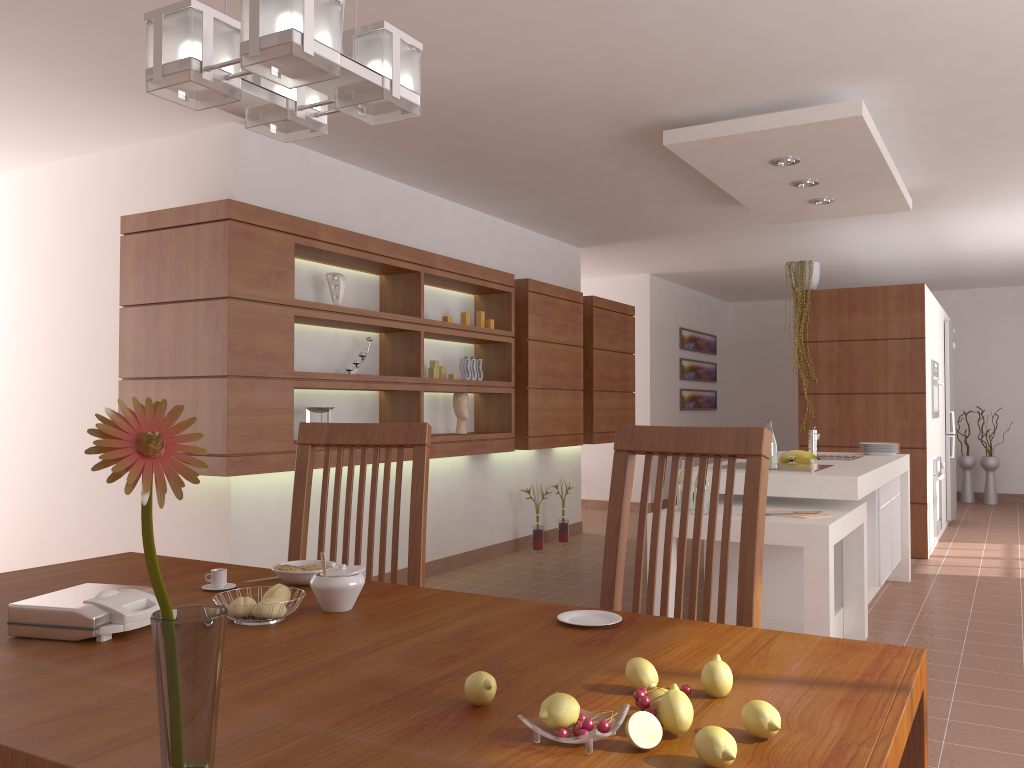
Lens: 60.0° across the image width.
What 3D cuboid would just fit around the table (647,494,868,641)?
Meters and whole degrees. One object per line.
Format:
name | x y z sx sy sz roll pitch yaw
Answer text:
table | 1.141 0.881 4.008 0.737 0.647 1.003 -1 -2 29

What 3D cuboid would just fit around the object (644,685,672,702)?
object | 0.166 0.347 1.002 0.037 0.011 0.034 0 -2 -10

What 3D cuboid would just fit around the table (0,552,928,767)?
table | -0.387 0.765 1.364 1.800 0.740 0.900 -1 -2 29

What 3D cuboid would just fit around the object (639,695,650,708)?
object | 0.147 0.352 0.983 0.012 0.014 0.014 0 -2 10

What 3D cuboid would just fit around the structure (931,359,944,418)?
structure | 3.425 0.044 7.120 0.056 0.454 0.614 -1 -2 29

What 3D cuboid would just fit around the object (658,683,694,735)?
object | 0.180 0.357 0.973 0.039 0.049 0.039 -1 -2 37

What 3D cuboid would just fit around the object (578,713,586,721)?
object | 0.076 0.370 0.979 0.013 0.014 0.014 0 -2 -7

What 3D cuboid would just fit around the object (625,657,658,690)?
object | 0.164 0.368 1.122 0.041 0.041 0.042 0 -2 4

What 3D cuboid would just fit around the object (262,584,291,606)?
object | -0.410 0.372 1.541 0.048 0.044 0.055 0 -2 9

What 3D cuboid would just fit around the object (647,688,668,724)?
object | 0.171 0.367 1.010 0.044 0.039 0.041 0 -2 -7

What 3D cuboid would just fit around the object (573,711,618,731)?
object | 0.092 0.369 0.963 0.049 0.023 0.040 0 -2 -15

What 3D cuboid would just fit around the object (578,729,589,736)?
object | 0.076 0.372 0.939 0.014 0.014 0.013 1 -2 -31

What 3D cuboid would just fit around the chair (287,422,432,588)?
chair | -0.407 0.619 1.927 0.444 1.063 0.574 0 -2 10

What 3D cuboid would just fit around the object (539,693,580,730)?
object | 0.052 0.356 0.964 0.043 0.038 0.042 0 -2 6

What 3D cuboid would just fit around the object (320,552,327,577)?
object | -0.326 0.330 1.544 0.010 0.075 0.015 -1 -2 29

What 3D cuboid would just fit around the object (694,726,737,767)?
object | 0.204 0.363 0.887 0.043 0.038 0.043 -1 -2 19

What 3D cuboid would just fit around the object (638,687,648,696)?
object | 0.150 0.355 1.016 0.013 0.014 0.014 0 -2 -3

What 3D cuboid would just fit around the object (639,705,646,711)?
object | 0.148 0.359 0.990 0.012 0.014 0.014 0 -2 10

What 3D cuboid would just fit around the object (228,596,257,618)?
object | -0.455 0.376 1.501 0.048 0.032 0.061 0 -2 -1

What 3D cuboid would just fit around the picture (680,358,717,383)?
picture | 2.264 -0.157 10.713 0.015 0.248 1.408 -1 -2 29

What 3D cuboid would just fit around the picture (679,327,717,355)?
picture | 2.264 -0.507 10.723 0.015 0.248 1.408 -1 -2 29

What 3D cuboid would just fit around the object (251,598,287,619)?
object | -0.407 0.376 1.487 0.048 0.033 0.060 -1 -2 29

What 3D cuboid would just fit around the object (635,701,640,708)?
object | 0.154 0.379 1.058 0.014 0.014 0.012 0 -2 18

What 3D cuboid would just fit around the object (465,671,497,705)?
object | -0.038 0.367 1.071 0.041 0.041 0.042 0 -2 15

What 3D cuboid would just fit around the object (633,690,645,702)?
object | 0.144 0.353 1.002 0.012 0.014 0.014 1 -2 -39

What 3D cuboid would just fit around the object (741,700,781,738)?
object | 0.271 0.365 0.966 0.043 0.038 0.043 -1 -2 19

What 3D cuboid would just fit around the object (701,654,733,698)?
object | 0.256 0.365 1.108 0.039 0.053 0.038 1 -2 -26

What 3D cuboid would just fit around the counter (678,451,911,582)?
counter | 1.656 0.829 4.929 0.821 0.800 2.156 -1 -2 29

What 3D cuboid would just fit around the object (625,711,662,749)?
object | 0.137 0.365 0.937 0.039 0.036 0.033 1 -2 -23

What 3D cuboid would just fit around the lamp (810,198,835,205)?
lamp | 1.896 -1.135 5.418 0.143 0.059 0.143 1 -2 -32

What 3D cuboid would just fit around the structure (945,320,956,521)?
structure | 4.163 0.334 8.399 0.089 1.862 0.604 -1 -2 29

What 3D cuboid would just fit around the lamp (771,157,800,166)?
lamp | 1.402 -1.157 4.543 0.143 0.059 0.143 0 -2 13

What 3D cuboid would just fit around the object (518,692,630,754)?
object | 0.068 0.368 0.958 0.092 0.032 0.091 -1 -2 29

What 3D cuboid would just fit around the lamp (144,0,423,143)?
lamp | -0.355 -0.902 1.420 0.304 0.919 0.304 -1 -2 29

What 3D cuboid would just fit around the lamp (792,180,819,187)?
lamp | 1.650 -1.146 4.983 0.143 0.059 0.143 1 -2 -32

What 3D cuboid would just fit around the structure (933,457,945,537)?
structure | 3.421 0.892 7.103 0.058 0.592 0.596 -1 -2 30

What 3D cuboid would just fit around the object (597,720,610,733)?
object | 0.097 0.365 0.943 0.014 0.014 0.012 -1 -2 42

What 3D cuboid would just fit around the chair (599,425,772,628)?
chair | 0.199 0.610 1.583 0.444 1.063 0.574 -1 -2 39

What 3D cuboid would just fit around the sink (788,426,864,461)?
sink | 1.861 0.433 5.306 0.404 0.368 0.668 -1 -2 29

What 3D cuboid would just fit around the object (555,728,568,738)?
object | 0.053 0.372 0.943 0.014 0.013 0.014 -1 -2 35

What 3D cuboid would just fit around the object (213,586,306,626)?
object | -0.427 0.378 1.500 0.151 0.041 0.151 0 -2 -10

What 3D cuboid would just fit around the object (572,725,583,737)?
object | 0.072 0.372 0.950 0.014 0.013 0.014 1 -2 -36

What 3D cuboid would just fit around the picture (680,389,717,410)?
picture | 2.264 0.193 10.704 0.015 0.248 1.408 -1 -2 29
